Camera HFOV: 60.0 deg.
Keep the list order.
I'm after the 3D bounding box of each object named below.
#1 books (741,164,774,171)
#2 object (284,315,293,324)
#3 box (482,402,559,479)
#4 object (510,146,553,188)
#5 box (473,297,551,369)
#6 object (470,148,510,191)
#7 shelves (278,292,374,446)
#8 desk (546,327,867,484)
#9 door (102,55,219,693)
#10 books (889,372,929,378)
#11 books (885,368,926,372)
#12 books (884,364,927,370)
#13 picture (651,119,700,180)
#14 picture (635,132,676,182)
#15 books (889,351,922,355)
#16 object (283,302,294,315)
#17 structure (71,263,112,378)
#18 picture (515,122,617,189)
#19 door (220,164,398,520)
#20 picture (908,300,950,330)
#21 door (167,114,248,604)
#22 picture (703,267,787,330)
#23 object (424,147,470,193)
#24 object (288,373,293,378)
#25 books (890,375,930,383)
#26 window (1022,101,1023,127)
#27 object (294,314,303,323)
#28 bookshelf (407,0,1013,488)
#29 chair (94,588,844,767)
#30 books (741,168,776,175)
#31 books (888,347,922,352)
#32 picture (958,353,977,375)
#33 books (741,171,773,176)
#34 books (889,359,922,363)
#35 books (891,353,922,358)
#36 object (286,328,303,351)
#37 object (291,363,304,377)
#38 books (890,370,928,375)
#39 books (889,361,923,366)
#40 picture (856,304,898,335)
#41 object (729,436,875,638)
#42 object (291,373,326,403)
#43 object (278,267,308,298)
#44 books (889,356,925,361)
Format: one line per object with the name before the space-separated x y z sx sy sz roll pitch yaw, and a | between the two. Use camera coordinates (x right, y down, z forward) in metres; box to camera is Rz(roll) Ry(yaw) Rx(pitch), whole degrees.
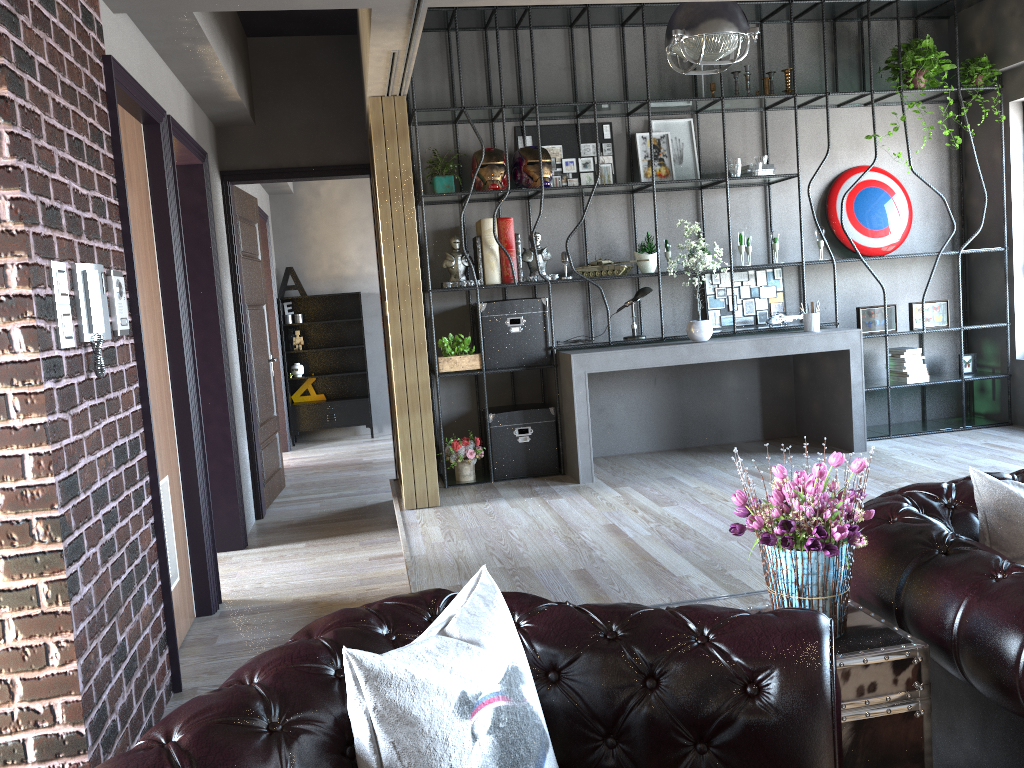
books | 1.855 -1.649 6.778 0.225 0.029 0.179 -6 6 -17
object | -2.559 -0.739 10.141 0.095 0.101 0.095 -3 5 13
box | 0.059 0.402 6.515 0.489 0.480 0.374 -5 5 -10
object | 0.159 -1.546 6.359 0.280 0.327 0.400 -6 6 -19
box | 0.000 -0.377 6.449 0.489 0.480 0.374 -5 5 -10
object | -0.154 -1.517 6.306 0.280 0.327 0.400 -5 5 -5
shelves | -2.118 -0.182 10.159 0.911 1.675 0.354 -5 5 -10
desk | 1.399 0.109 6.565 2.130 0.884 0.846 -5 5 -10
door | -1.635 -0.036 3.984 0.219 2.537 1.004 -5 5 -9
books | 3.110 -0.080 6.961 0.175 0.023 0.249 -6 6 -14
books | 3.091 -0.121 6.964 0.192 0.014 0.255 -5 6 -6
books | 3.088 -0.142 6.961 0.193 0.028 0.246 -6 6 -14
picture | 1.247 -1.765 6.770 0.332 0.514 0.119 -5 5 -10
picture | 1.084 -1.695 6.704 0.268 0.413 0.101 -5 5 -10
books | 3.083 -0.250 6.957 0.155 0.020 0.205 -5 6 -10
object | -2.563 -0.865 10.174 0.107 0.151 0.055 -5 5 -10
structure | -1.374 -0.211 2.949 0.068 0.370 0.280 -5 5 -9
picture | 0.411 -1.700 6.659 0.749 0.503 0.058 -5 5 -10
door | -1.540 -0.356 7.078 1.150 2.541 1.130 -5 5 -10
picture | 3.226 -0.534 6.860 0.313 0.212 0.048 -5 5 -10
door | -2.268 -0.098 5.060 1.098 2.541 1.151 -5 5 -10
picture | 1.832 -0.673 6.949 0.665 0.446 0.051 -5 5 -10
object | -0.494 -1.489 6.264 0.295 0.339 0.325 0 7 36
object | -2.500 -0.096 10.006 0.042 0.054 0.031 -1 6 35
books | 3.112 -0.047 6.961 0.192 0.043 0.248 -5 6 -10
window | 4.123 -1.103 5.997 0.108 1.958 1.697 -5 5 -9
object | -2.446 -0.750 10.160 0.095 0.101 0.095 -3 5 13
bookshelf | 1.555 -1.111 6.679 4.484 3.279 0.527 -5 5 -10
chair | -0.046 0.942 1.564 1.244 0.844 1.495 -2 6 20
books | 1.865 -1.624 6.788 0.243 0.024 0.175 -6 6 -13
books | 3.073 -0.270 6.949 0.159 0.024 0.201 -6 6 -19
picture | 3.642 -0.160 7.086 0.137 0.165 0.032 -5 5 -10
books | 1.855 -1.599 6.786 0.166 0.024 0.227 -8 7 -30
books | 3.088 -0.188 6.963 0.155 0.022 0.205 -6 6 -14
books | 3.087 -0.228 6.946 0.162 0.023 0.232 -4 6 6
object | -2.472 -0.510 10.081 0.190 0.254 0.129 -5 5 -11
object | -2.442 -0.158 10.094 0.139 0.162 0.139 -9 7 -44
books | 3.109 -0.103 6.959 0.175 0.023 0.250 -5 6 -9
books | 3.084 -0.166 6.965 0.158 0.021 0.224 -5 6 -10
picture | 2.793 -0.493 6.787 0.313 0.212 0.049 -5 5 -10
object | 0.743 0.390 2.256 0.349 0.483 0.352 -2 6 21
object | -2.363 0.041 10.273 0.393 0.320 0.057 -5 5 -10
object | -2.530 -1.167 10.156 0.343 0.344 0.057 -5 5 -10
books | 3.087 -0.208 6.956 0.174 0.019 0.244 -5 6 -10
